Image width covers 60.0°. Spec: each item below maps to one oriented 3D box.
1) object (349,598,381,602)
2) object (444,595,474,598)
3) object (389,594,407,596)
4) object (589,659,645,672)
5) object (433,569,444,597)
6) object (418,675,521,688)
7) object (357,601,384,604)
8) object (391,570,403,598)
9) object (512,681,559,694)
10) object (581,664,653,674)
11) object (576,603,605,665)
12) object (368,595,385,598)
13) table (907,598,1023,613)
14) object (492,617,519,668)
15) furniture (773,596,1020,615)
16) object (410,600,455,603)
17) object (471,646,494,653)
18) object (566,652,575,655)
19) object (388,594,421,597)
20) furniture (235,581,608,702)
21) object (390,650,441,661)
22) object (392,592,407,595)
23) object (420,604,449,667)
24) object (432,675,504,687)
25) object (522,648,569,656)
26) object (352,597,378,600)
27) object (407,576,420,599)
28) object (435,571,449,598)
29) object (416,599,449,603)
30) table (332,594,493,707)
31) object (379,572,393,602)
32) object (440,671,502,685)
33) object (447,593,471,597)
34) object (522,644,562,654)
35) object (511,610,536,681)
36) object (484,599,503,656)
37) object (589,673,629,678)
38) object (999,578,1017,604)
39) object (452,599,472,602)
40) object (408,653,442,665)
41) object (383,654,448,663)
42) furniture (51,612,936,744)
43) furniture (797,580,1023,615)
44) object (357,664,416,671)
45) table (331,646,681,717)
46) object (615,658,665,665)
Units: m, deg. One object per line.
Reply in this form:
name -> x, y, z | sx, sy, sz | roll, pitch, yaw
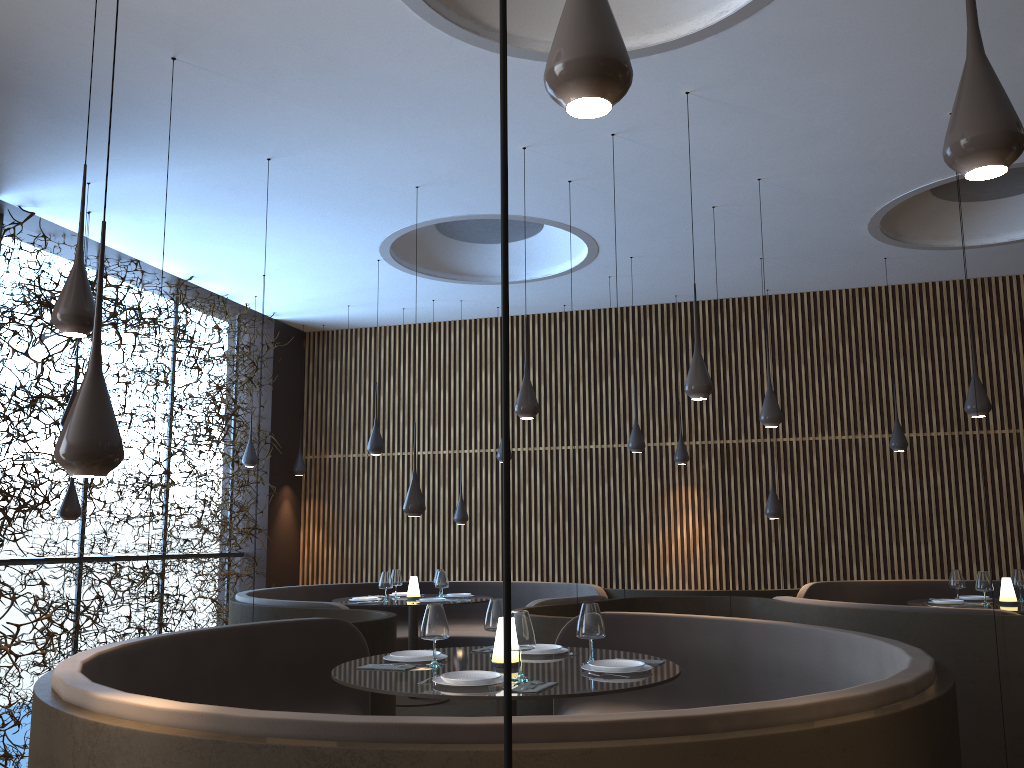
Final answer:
object -> -1.496, 2.203, 9.042 | 0.332, 0.014, 0.333 | -3, -10, 13
object -> -0.570, 2.281, 9.525 | 0.332, 0.014, 0.333 | -1, -10, 1
object -> -1.195, 2.333, 9.797 | 0.332, 0.014, 0.333 | -3, -10, 14
object -> 0.490, 1.322, 4.149 | 0.263, 0.029, 0.264 | -7, -12, 31
object -> -0.783, 2.164, 9.640 | 0.142, 0.294, 0.142 | 5, -10, -30
object -> -0.181, 1.280, 3.821 | 0.411, 0.012, 0.205 | -4, -11, 19
object -> -1.400, 2.160, 8.757 | 0.262, 0.017, 0.127 | 4, -11, -22
object -> -1.255, 2.160, 9.594 | 0.142, 0.294, 0.142 | -3, -9, 16
object -> 0.093, 1.260, 3.683 | 0.126, 0.017, 0.263 | -5, -11, 23
object -> 0.490, 1.331, 4.148 | 0.332, 0.014, 0.333 | -5, -11, 25
object -> 0.388, 1.233, 4.376 | 0.142, 0.294, 0.142 | 2, -9, -13
object -> -1.470, 2.321, 9.673 | 0.126, 0.017, 0.263 | 5, -11, -27
table -> 4.487, 2.489, 7.928 | 1.672, 1.020, 1.679 | -1, -10, 6
object -> -0.028, 1.261, 4.339 | 0.142, 0.231, 0.145 | -6, -10, 31
furniture -> 3.041, 2.272, 7.091 | 0.901, 1.043, 2.539 | 5, -11, -32
object -> -0.793, 2.159, 8.811 | 0.411, 0.012, 0.205 | 5, -11, -27
object -> -0.117, 1.485, 4.959 | 0.126, 0.017, 0.263 | -5, -11, 27
object -> 0.147, 1.450, 4.805 | 0.411, 0.012, 0.205 | -5, -11, 23
object -> -1.191, 2.335, 9.800 | 0.411, 0.012, 0.205 | 6, -12, -32
furniture -> -0.817, 2.642, 9.091 | 3.883, 1.043, 3.807 | 1, -10, -7
object -> -0.497, 1.403, 4.569 | 0.263, 0.029, 0.264 | 3, -10, -17
object -> -1.195, 2.324, 9.799 | 0.263, 0.029, 0.264 | -2, -10, 8
object -> -0.382, 1.241, 4.387 | 0.142, 0.294, 0.142 | 2, -9, -17
object -> -0.176, 1.279, 3.820 | 0.332, 0.014, 0.333 | 1, -10, -8
object -> 0.142, 1.449, 4.807 | 0.332, 0.014, 0.333 | -7, -12, 33
object -> -1.496, 2.194, 9.043 | 0.263, 0.029, 0.264 | 7, -12, -37
object -> -1.033, 2.140, 9.314 | 0.142, 0.231, 0.145 | 0, -9, -4
object -> -0.714, 2.061, 9.052 | 0.142, 0.294, 0.142 | -2, -9, 9
object -> -0.789, 2.158, 8.813 | 0.332, 0.014, 0.333 | -1, -10, 2
table -> -1.029, 2.759, 9.222 | 1.673, 1.020, 1.678 | 4, -10, -23
object -> -1.279, 2.053, 8.981 | 0.142, 0.294, 0.142 | -2, -9, 11
object -> -0.177, 1.269, 3.821 | 0.263, 0.029, 0.264 | -6, -11, 30
object -> -0.570, 2.271, 9.527 | 0.263, 0.029, 0.264 | -1, -10, 4
object -> 0.142, 1.440, 4.808 | 0.263, 0.029, 0.264 | -2, -10, 11
object -> 0.035, 1.159, 3.934 | 0.142, 0.294, 0.142 | 3, -9, -22
object -> -0.078, 1.302, 4.747 | 0.142, 0.294, 0.142 | -7, -11, 37
object -> 0.489, 1.332, 4.143 | 0.204, 0.012, 0.412 | -4, -10, 17
object -> 4.482, 1.871, 8.020 | 0.142, 0.231, 0.145 | -2, -9, 8
object -> -0.505, 2.181, 8.915 | 0.126, 0.017, 0.263 | 4, -11, -23
object -> -0.496, 1.414, 4.571 | 0.204, 0.012, 0.412 | -3, -10, 13
object -> -0.497, 1.412, 4.567 | 0.332, 0.014, 0.333 | -5, -11, 24
furniture -> -0.058, 1.806, 4.211 | 3.880, 1.114, 3.805 | 1, -10, -9
furniture -> 5.010, 2.466, 8.507 | 1.984, 1.043, 3.943 | 8, -13, -41
object -> -0.606, 1.371, 4.287 | 0.262, 0.017, 0.127 | -4, -10, 17
table -> -0.024, 1.880, 4.247 | 1.673, 1.020, 1.677 | -5, -11, 26
object -> 0.620, 1.384, 4.417 | 0.262, 0.017, 0.127 | -4, -11, 22
